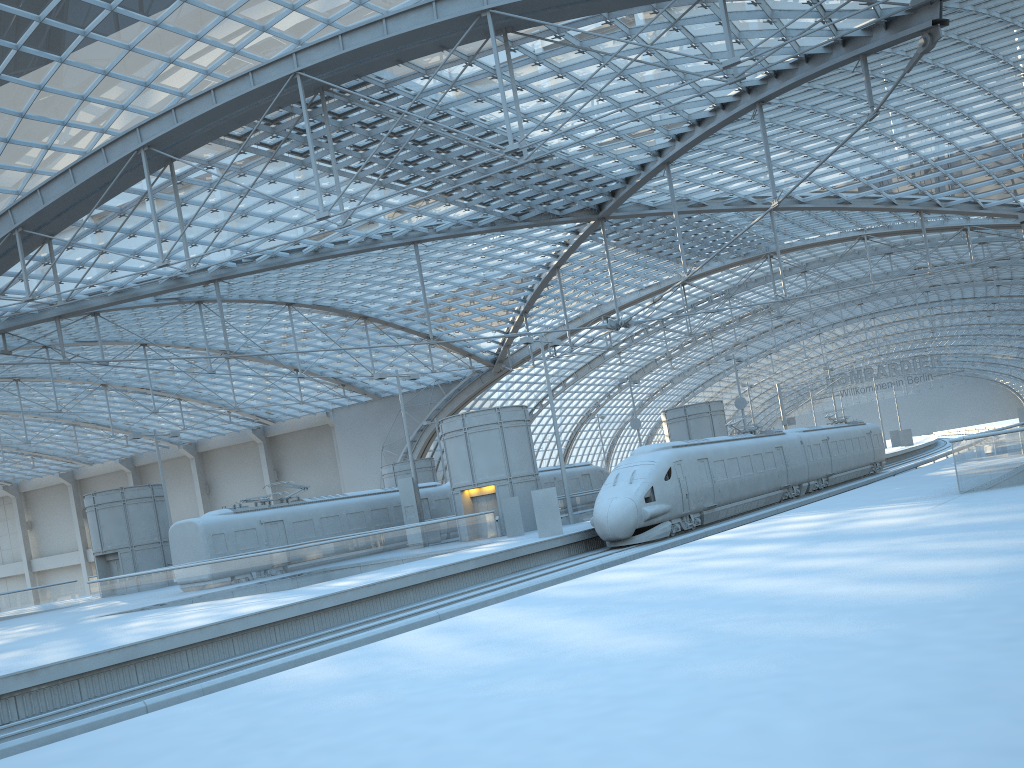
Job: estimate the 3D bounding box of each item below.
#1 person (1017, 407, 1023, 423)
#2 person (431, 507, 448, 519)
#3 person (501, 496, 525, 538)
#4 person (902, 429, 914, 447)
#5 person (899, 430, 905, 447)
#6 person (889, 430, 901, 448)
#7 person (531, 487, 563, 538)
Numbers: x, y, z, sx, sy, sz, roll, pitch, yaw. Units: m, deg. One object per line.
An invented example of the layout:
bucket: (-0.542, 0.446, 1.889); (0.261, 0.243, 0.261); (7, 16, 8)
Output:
person: (36.462, 2.541, 62.338); (0.001, 1.800, 0.911); (-10, -1, -31)
person: (-3.480, 7.003, 43.620); (0.830, 1.734, 0.001); (-10, 0, 9)
person: (0.046, 5.306, 34.936); (0.714, 1.613, 0.001); (-10, 0, 14)
person: (38.634, 5.268, 85.714); (0.836, 1.733, 0.001); (-11, 0, 34)
person: (39.843, 5.498, 89.182); (0.885, 1.707, 0.001); (-11, 0, 34)
person: (40.761, 5.859, 93.658); (0.909, 1.801, 0.001); (-10, 0, 29)
person: (1.248, 4.483, 30.564); (0.878, 1.707, 0.001); (-10, 0, 9)
